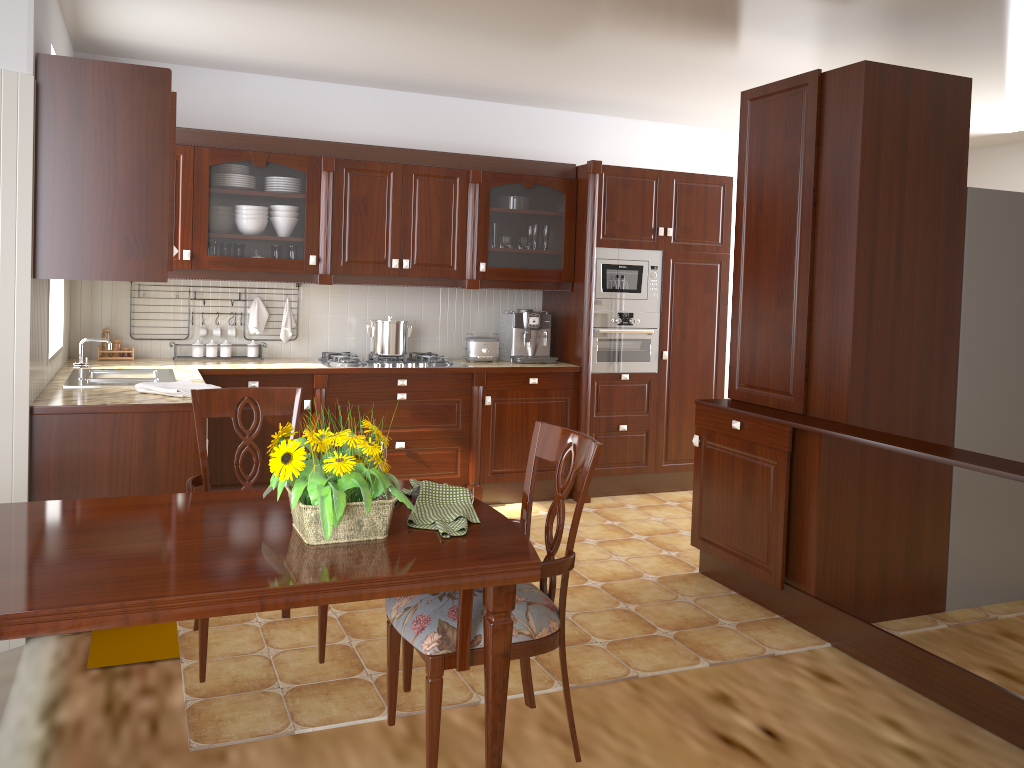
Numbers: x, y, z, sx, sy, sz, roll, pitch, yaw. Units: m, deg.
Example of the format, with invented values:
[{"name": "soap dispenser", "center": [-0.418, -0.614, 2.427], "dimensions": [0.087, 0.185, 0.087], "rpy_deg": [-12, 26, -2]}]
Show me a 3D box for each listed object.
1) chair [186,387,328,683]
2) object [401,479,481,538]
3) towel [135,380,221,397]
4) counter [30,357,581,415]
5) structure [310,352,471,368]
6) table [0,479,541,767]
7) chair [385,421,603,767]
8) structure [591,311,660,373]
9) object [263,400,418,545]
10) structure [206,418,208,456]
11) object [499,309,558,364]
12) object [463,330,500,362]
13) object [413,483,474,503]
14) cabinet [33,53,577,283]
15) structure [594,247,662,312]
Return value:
[{"name": "chair", "center": [-0.756, 0.408, 2.607], "dimensions": [0.404, 0.743, 0.461], "rpy_deg": [0, 4, -26]}, {"name": "object", "center": [-0.175, 0.269, 2.118], "dimensions": [0.166, 0.056, 0.531], "rpy_deg": [1, 7, -9]}, {"name": "towel", "center": [-1.307, 0.039, 3.577], "dimensions": [0.330, 0.097, 0.344], "rpy_deg": [6, 7, 30]}, {"name": "counter", "center": [-0.745, -0.034, 4.450], "dimensions": [2.782, 0.032, 1.835], "rpy_deg": [-1, 7, -23]}, {"name": "structure", "center": [-0.712, -0.144, 5.121], "dimensions": [0.815, 0.046, 0.594], "rpy_deg": [-1, 7, -23]}, {"name": "table", "center": [-0.814, 0.591, 1.781], "dimensions": [1.677, 0.556, 0.739], "rpy_deg": [-1, 6, -23]}, {"name": "chair", "center": [-0.057, 0.491, 2.096], "dimensions": [0.459, 0.743, 0.406], "rpy_deg": [1, 3, -23]}, {"name": "structure", "center": [0.693, -0.257, 5.426], "dimensions": [0.494, 0.374, 0.041], "rpy_deg": [0, 3, -23]}, {"name": "object", "center": [-0.370, 0.182, 1.869], "dimensions": [0.299, 0.336, 0.320], "rpy_deg": [0, 5, -31]}, {"name": "structure", "center": [-1.409, 0.451, 3.465], "dimensions": [0.379, 0.744, 0.426], "rpy_deg": [1, 3, -23]}, {"name": "object", "center": [0.104, -0.298, 5.473], "dimensions": [0.274, 0.320, 0.325], "rpy_deg": [0, 5, -23]}, {"name": "object", "center": [-0.181, -0.229, 5.367], "dimensions": [0.243, 0.188, 0.141], "rpy_deg": [0, 4, -22]}, {"name": "object", "center": [-0.169, 0.267, 2.164], "dimensions": [0.146, 0.046, 0.047], "rpy_deg": [1, 4, -10]}, {"name": "cabinet", "center": [-0.638, -0.855, 4.235], "dimensions": [2.780, 0.776, 1.376], "rpy_deg": [-1, 6, -23]}, {"name": "structure", "center": [0.644, -0.654, 5.557], "dimensions": [0.495, 0.384, 0.318], "rpy_deg": [0, 4, -23]}]
